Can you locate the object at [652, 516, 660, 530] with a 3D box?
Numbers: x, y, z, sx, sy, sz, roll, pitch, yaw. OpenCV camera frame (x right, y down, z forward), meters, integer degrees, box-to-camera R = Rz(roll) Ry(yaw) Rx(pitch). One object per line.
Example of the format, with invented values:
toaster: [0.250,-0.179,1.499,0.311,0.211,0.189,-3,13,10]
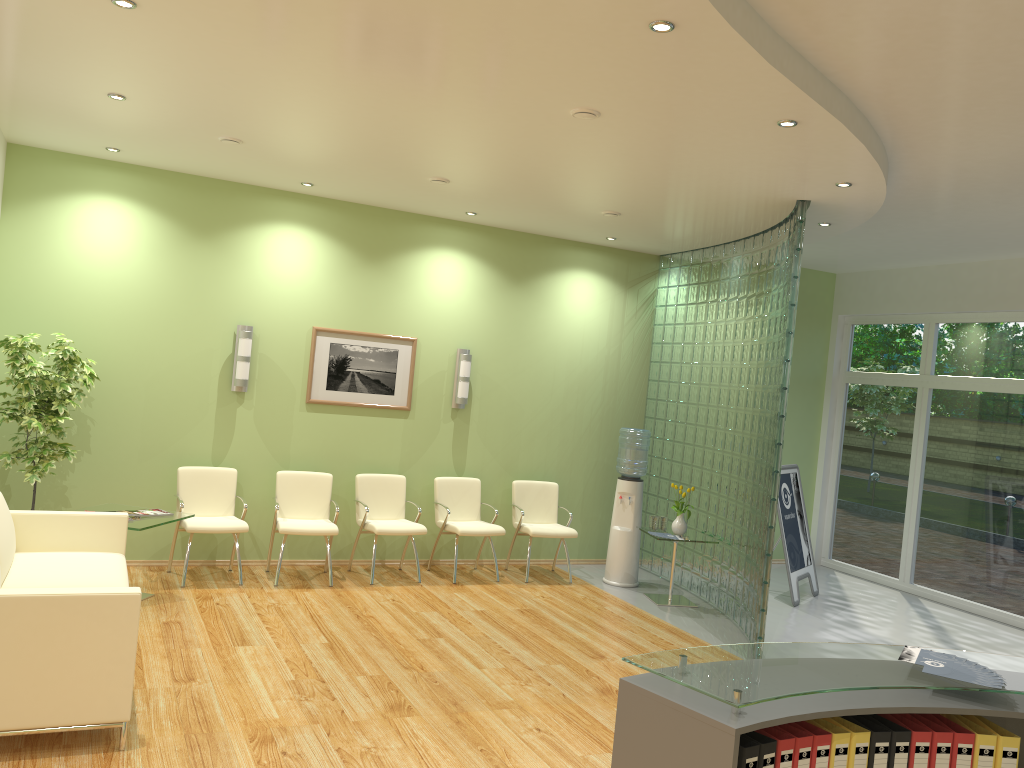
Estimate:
object: [1.325,1.289,8.201,0.071,0.119,0.072,5,1,-25]

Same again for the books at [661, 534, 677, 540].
books: [1.408,1.357,7.888,0.150,0.004,0.210,6,1,20]

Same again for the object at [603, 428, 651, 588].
object: [1.127,1.187,8.614,0.353,1.506,0.353,5,1,-18]

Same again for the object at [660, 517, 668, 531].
object: [1.408,1.297,8.214,0.071,0.119,0.072,5,1,-25]

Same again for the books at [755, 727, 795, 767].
books: [0.688,1.097,2.506,0.063,0.282,0.231,5,1,-24]

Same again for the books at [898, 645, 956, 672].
books: [1.316,0.866,2.810,0.150,0.004,0.210,6,1,30]

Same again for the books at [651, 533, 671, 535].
books: [1.345,1.351,7.950,0.210,0.004,0.150,5,1,-20]

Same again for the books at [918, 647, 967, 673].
books: [1.331,0.868,2.799,0.150,0.004,0.210,6,1,40]

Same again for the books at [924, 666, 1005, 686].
books: [1.362,0.872,2.683,0.210,0.004,0.150,6,1,20]

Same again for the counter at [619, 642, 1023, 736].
counter: [2.184,1.000,1.703,1.837,0.078,3.674,5,1,-40]

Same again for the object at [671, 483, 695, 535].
object: [1.541,1.140,8.072,0.219,0.459,0.201,6,0,5]

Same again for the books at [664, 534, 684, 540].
books: [1.444,1.361,7.882,0.150,0.004,0.210,5,0,0]

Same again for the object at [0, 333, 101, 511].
object: [-3.534,0.558,6.635,0.668,1.900,0.943,5,1,-17]

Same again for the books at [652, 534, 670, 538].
books: [1.364,1.353,7.919,0.210,0.004,0.150,5,1,-40]

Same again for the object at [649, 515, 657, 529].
object: [1.311,1.287,8.284,0.071,0.119,0.072,5,1,-25]

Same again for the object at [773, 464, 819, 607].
object: [2.690,1.449,8.803,0.606,1.285,0.848,6,1,35]

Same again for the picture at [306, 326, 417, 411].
picture: [-1.383,-0.133,8.240,1.000,0.700,0.025,5,1,-25]

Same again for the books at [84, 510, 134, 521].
books: [-2.894,0.944,6.360,0.230,0.031,0.328,5,1,-45]

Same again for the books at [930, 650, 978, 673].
books: [1.344,0.869,2.786,0.210,0.004,0.150,5,1,-40]

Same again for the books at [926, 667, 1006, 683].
books: [1.367,0.873,2.701,0.210,0.004,0.150,6,0,10]

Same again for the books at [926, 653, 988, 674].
books: [1.354,0.871,2.771,0.210,0.004,0.150,5,1,-30]

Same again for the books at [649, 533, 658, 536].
books: [1.353,1.352,7.934,0.210,0.004,0.150,5,1,-30]

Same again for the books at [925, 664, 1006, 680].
books: [1.368,0.872,2.719,0.210,0.004,0.150,5,0,0]

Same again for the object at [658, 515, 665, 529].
object: [1.395,1.295,8.293,0.071,0.119,0.072,5,1,-25]

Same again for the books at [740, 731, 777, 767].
books: [0.620,1.091,2.465,0.063,0.282,0.231,5,1,-29]

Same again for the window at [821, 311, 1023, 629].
window: [5.868,0.910,6.387,0.092,3.000,9.401,5,1,-25]

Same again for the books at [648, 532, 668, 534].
books: [1.341,1.351,7.968,0.210,0.004,0.150,5,0,-10]

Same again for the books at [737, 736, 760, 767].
books: [0.563,1.086,2.428,0.063,0.282,0.231,5,1,-29]

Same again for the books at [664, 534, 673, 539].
books: [1.426,1.359,7.883,0.150,0.004,0.210,6,0,10]

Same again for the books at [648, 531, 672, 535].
books: [1.339,1.350,7.986,0.210,0.004,0.150,5,0,0]

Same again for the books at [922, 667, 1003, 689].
books: [1.354,0.872,2.666,0.210,0.004,0.150,6,1,30]

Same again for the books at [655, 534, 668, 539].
books: [1.377,1.354,7.906,0.150,0.004,0.210,6,1,40]

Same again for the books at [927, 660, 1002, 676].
books: [1.367,0.872,2.737,0.210,0.004,0.150,5,0,-10]

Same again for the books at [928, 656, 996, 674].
books: [1.362,0.871,2.755,0.210,0.004,0.150,5,1,-20]

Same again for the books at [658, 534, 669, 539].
books: [1.391,1.356,7.896,0.150,0.004,0.210,6,1,30]
